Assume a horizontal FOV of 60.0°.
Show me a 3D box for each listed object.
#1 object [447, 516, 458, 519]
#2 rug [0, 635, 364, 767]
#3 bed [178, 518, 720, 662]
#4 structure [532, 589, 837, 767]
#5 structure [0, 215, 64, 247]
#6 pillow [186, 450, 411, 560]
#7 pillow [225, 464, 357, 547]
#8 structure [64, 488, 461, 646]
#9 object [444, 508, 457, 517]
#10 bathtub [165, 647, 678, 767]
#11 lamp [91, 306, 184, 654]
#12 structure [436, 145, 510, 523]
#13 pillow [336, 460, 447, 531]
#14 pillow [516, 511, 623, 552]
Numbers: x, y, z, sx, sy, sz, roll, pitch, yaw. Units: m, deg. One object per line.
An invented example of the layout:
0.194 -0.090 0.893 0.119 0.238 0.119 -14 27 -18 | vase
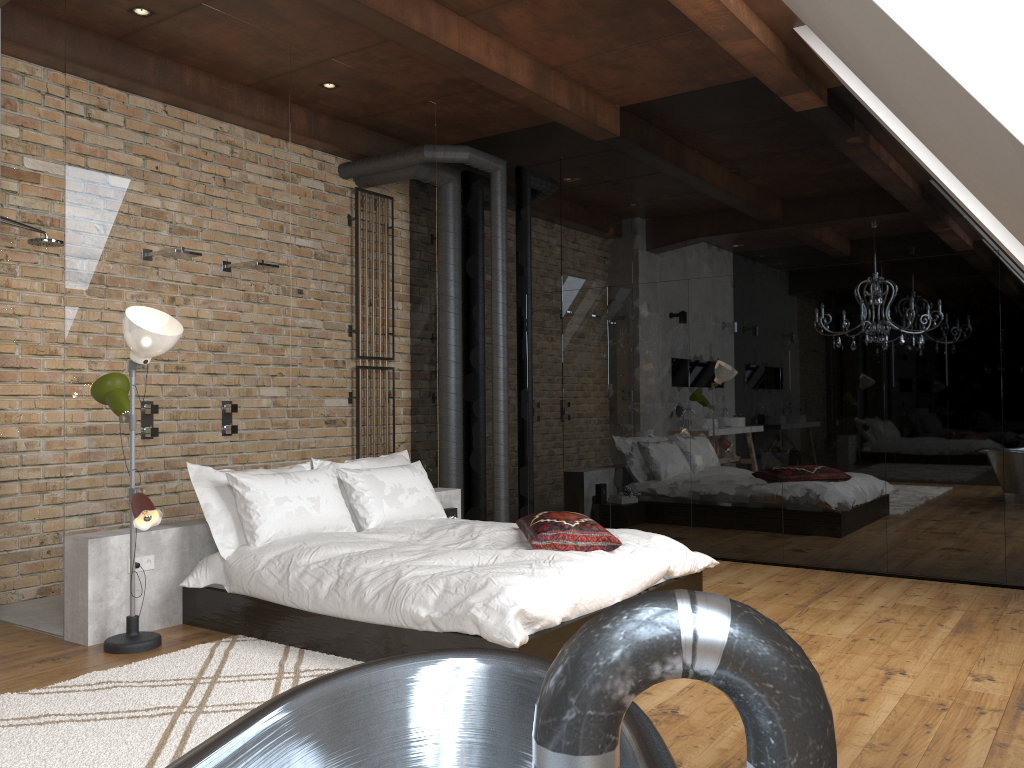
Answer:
-0.390 0.940 5.986 0.170 0.094 0.160 1 -2 -44 | object
-1.499 1.169 2.487 1.726 0.019 3.139 -1 -2 35 | rug
-0.206 0.997 4.776 2.169 0.442 2.300 -1 -2 35 | bed
0.216 0.680 1.005 0.370 0.897 0.169 -1 -1 13 | structure
-2.708 0.012 4.926 0.217 2.005 0.457 -1 -2 31 | structure
-1.081 0.666 5.197 0.358 0.517 1.746 -1 -2 34 | pillow
-1.175 0.650 4.767 0.276 0.397 0.744 -1 -2 34 | pillow
-1.256 0.994 5.347 0.206 0.494 2.820 -1 -2 35 | structure
-0.443 0.966 6.244 0.067 0.178 0.116 -2 -2 38 | object
-0.192 0.805 0.966 0.872 0.652 1.811 -1 -1 7 | bathtub
-1.786 0.427 4.152 0.561 1.582 0.270 -1 -2 32 | lamp
-0.694 -0.289 7.208 1.189 3.140 0.829 -1 -2 35 | structure
-0.725 0.684 5.421 0.291 0.385 0.748 -1 -2 34 | pillow
0.280 0.760 4.605 0.453 0.157 0.748 0 -1 -5 | pillow
